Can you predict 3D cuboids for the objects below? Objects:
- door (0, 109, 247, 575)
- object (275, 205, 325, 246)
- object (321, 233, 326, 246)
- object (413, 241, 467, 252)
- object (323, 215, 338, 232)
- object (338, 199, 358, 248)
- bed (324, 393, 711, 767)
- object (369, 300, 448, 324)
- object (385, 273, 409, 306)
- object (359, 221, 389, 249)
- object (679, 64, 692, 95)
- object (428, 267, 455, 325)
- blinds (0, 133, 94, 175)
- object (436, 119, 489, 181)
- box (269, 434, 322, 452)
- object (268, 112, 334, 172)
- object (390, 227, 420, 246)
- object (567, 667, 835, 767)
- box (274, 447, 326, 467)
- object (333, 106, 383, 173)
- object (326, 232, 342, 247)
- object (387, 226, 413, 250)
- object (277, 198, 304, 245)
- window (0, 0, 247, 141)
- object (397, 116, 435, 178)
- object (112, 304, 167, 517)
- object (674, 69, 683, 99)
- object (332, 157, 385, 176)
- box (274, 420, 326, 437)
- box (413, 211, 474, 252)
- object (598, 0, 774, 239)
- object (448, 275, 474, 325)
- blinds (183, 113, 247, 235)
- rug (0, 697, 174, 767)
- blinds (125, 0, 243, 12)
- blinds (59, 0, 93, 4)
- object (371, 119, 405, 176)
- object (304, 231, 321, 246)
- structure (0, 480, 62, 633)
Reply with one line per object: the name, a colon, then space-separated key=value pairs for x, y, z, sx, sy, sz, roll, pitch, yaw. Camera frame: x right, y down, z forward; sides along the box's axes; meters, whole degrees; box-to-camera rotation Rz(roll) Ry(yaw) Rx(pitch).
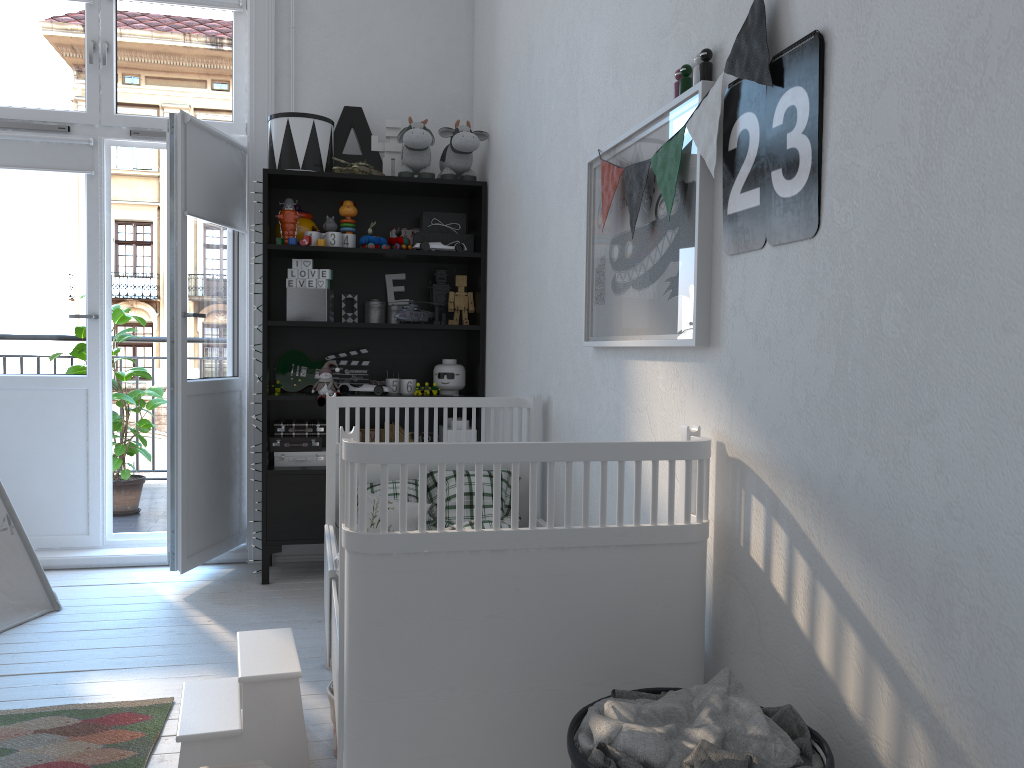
door: x=-1.765 y=-0.176 z=3.671 sx=1.264 sy=1.839 sz=0.636 roll=0 pitch=3 yaw=-11
object: x=-0.896 y=-0.663 z=3.733 sx=0.197 sy=0.197 sz=0.318 roll=0 pitch=2 yaw=-16
object: x=-0.786 y=-0.597 z=3.734 sx=0.067 sy=0.067 sz=0.067 roll=-1 pitch=3 yaw=-39
object: x=-0.307 y=-0.581 z=3.775 sx=0.230 sy=0.048 sz=0.098 roll=0 pitch=2 yaw=-23
object: x=-0.787 y=-0.648 z=3.837 sx=0.063 sy=0.160 sz=0.063 roll=-1 pitch=3 yaw=-34
object: x=-0.690 y=-0.669 z=3.732 sx=0.077 sy=0.213 sz=0.077 roll=2 pitch=3 yaw=21
bed: x=-0.108 y=0.468 z=2.175 sx=0.670 sy=0.833 sz=1.403 roll=0 pitch=2 yaw=-13
object: x=-0.431 y=-0.309 z=3.838 sx=0.368 sy=0.106 sz=0.349 roll=0 pitch=2 yaw=-11
object: x=-0.515 y=-0.422 z=3.977 sx=0.107 sy=0.151 sz=0.055 roll=0 pitch=3 yaw=-13
object: x=-0.584 y=-0.624 z=3.758 sx=0.121 sy=0.126 sz=0.087 roll=-1 pitch=3 yaw=-36
object: x=0.343 y=-0.598 z=1.748 sx=0.025 sy=0.064 sz=0.025 roll=0 pitch=3 yaw=-15
object: x=-0.311 y=-0.387 z=3.914 sx=0.117 sy=0.259 sz=0.081 roll=0 pitch=3 yaw=-13
blinds: x=-2.092 y=-0.991 z=3.789 sx=0.565 sy=0.158 sz=0.032 roll=0 pitch=3 yaw=-13
object: x=-0.258 y=-0.980 z=3.809 sx=0.211 sy=0.253 sz=0.386 roll=0 pitch=3 yaw=-29
box: x=-0.923 y=0.251 z=3.792 sx=0.215 sy=0.062 sz=0.179 roll=0 pitch=2 yaw=-13
object: x=-0.870 y=-0.996 z=3.788 sx=0.272 sy=0.259 sz=0.394 roll=2 pitch=2 yaw=16
object: x=-0.377 y=-0.636 z=4.008 sx=0.347 sy=0.132 sz=0.037 roll=0 pitch=3 yaw=-13
object: x=0.244 y=0.668 z=1.198 sx=0.345 sy=0.513 sz=0.346 roll=0 pitch=3 yaw=-23
box: x=-0.905 y=0.313 z=3.799 sx=0.215 sy=0.062 sz=0.179 roll=0 pitch=2 yaw=-13
object: x=-0.700 y=-1.040 z=3.901 sx=0.343 sy=0.344 sz=0.057 roll=0 pitch=3 yaw=-13
object: x=-0.740 y=-0.595 z=3.684 sx=0.067 sy=0.067 sz=0.067 roll=0 pitch=2 yaw=-12
object: x=-0.486 y=-0.625 z=3.823 sx=0.087 sy=0.112 sz=0.122 roll=-1 pitch=3 yaw=-42
object: x=-0.913 y=-0.665 z=3.657 sx=0.105 sy=0.203 sz=0.072 roll=1 pitch=3 yaw=-5
window: x=-1.792 y=-1.434 z=3.856 sx=1.263 sy=0.660 sz=0.101 roll=0 pitch=3 yaw=-13
object: x=-0.405 y=-0.981 z=3.771 sx=0.154 sy=0.253 sz=0.370 roll=1 pitch=2 yaw=-5
object: x=-2.224 y=0.105 z=4.915 sx=0.720 sy=1.225 sz=0.489 roll=1 pitch=3 yaw=-3
object: x=0.337 y=-0.599 z=1.776 sx=0.025 sy=0.064 sz=0.025 roll=0 pitch=3 yaw=-17
object: x=-0.659 y=-0.911 z=3.729 sx=0.121 sy=0.100 sz=0.338 roll=2 pitch=2 yaw=22
box: x=-0.904 y=0.190 z=3.794 sx=0.215 sy=0.062 sz=0.179 roll=0 pitch=2 yaw=-13
box: x=-0.302 y=-0.658 z=3.916 sx=0.251 sy=0.189 sz=0.179 roll=0 pitch=2 yaw=-13
object: x=0.319 y=-0.520 z=1.827 sx=0.058 sy=0.415 sz=0.904 roll=0 pitch=2 yaw=-14
object: x=-0.223 y=-0.364 z=3.871 sx=0.114 sy=0.221 sz=0.052 roll=0 pitch=3 yaw=-13
blinds: x=-1.222 y=-0.858 z=3.705 sx=0.032 sy=0.391 sz=0.565 roll=1 pitch=2 yaw=7
rug: x=-1.333 y=0.891 z=1.288 sx=1.320 sy=0.016 sz=2.028 roll=0 pitch=2 yaw=-13
blinds: x=-1.476 y=-1.693 z=3.896 sx=0.565 sy=0.060 sz=0.032 roll=0 pitch=3 yaw=-13
blinds: x=-2.081 y=-1.684 z=3.757 sx=0.565 sy=0.087 sz=0.032 roll=0 pitch=3 yaw=-13
object: x=-0.524 y=-1.011 z=3.911 sx=0.190 sy=0.291 sz=0.065 roll=1 pitch=3 yaw=-8
object: x=-0.829 y=-0.596 z=3.679 sx=0.067 sy=0.067 sz=0.067 roll=0 pitch=2 yaw=-12
structure: x=-2.216 y=-0.048 z=3.028 sx=1.143 sy=1.750 sz=1.143 roll=-1 pitch=3 yaw=-37
